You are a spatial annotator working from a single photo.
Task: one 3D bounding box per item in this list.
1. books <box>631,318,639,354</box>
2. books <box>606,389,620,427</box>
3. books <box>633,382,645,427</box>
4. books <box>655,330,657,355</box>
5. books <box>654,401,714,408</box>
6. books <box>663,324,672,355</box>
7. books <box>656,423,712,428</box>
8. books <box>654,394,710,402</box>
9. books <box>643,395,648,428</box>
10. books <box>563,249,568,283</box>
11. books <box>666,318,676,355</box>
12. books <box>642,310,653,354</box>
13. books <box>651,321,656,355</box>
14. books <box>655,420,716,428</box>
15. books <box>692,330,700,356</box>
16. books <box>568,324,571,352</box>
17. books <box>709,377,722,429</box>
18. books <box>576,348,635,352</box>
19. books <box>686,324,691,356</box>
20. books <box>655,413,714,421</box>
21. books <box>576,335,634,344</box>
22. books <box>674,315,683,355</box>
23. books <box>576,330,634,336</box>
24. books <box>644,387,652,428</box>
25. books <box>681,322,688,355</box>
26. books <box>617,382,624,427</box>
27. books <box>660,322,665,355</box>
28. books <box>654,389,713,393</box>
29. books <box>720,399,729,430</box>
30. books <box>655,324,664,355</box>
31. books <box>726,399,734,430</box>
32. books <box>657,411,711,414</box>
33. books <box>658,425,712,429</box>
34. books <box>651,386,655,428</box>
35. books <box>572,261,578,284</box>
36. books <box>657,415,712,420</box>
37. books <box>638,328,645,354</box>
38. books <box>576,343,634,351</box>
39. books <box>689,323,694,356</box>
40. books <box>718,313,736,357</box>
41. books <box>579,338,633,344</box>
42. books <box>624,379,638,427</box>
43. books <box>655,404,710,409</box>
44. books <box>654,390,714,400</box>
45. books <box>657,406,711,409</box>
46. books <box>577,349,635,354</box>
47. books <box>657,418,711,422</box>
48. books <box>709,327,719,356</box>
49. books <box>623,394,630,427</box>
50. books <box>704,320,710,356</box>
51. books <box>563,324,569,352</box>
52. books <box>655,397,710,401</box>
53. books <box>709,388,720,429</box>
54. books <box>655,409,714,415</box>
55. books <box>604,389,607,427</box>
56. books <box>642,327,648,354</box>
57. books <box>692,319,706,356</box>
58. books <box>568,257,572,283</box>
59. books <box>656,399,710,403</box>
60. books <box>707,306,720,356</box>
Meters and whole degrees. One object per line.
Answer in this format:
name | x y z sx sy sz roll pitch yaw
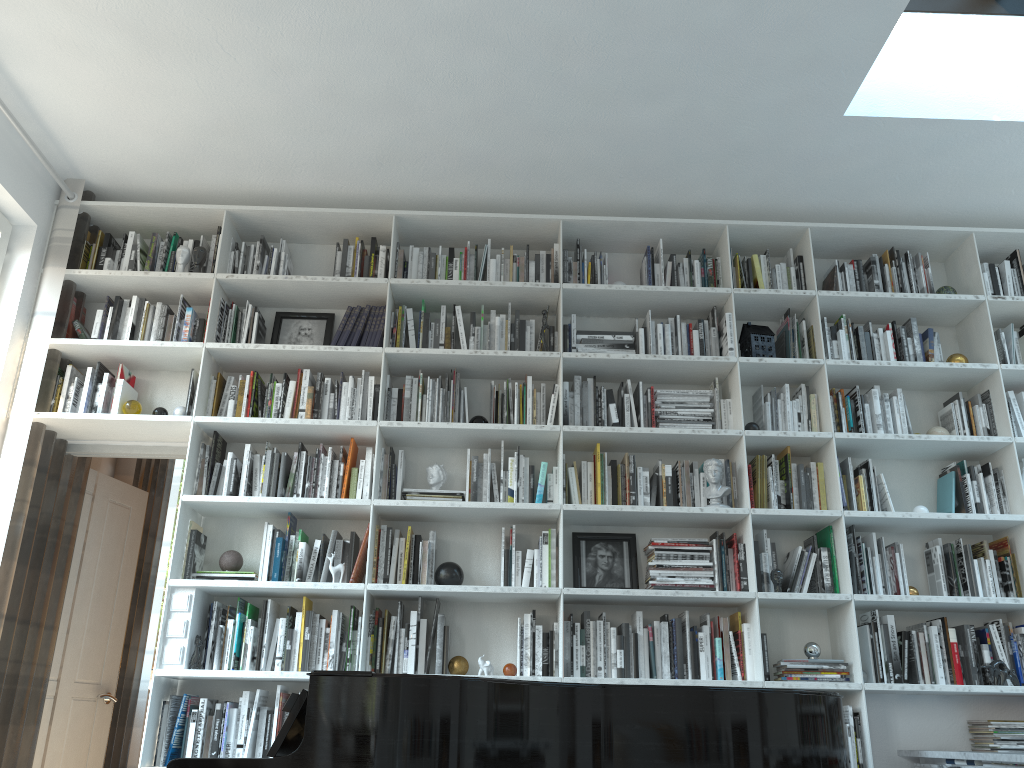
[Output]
books | 0.616 -0.183 4.443 0.012 0.253 0.161 1 -21 -1
books | 0.484 0.162 4.304 0.066 0.235 0.154 1 -21 -1
books | 0.614 0.148 4.307 0.021 0.268 0.192 1 -21 -1
books | 0.708 -0.153 4.447 0.011 0.203 0.134 1 -21 -1
books | 0.827 0.122 4.344 0.285 0.012 0.160 2 -22 -2
books | 0.767 -0.162 4.440 0.028 0.218 0.184 1 -21 -1
books | 0.825 0.223 4.305 0.254 0.012 0.161 2 -22 -2
books | 0.827 0.087 4.359 0.254 0.012 0.161 2 -22 -1
books | 0.636 0.179 4.313 0.024 0.215 0.133 1 -21 -1
books | 0.269 -0.535 4.561 0.026 0.252 0.186 1 -21 -1
books | 0.795 -0.180 4.469 0.029 0.272 0.141 1 -21 -1
books | 0.677 -0.201 4.435 0.011 0.283 0.191 1 -21 -1
books | 0.693 -0.173 4.441 0.021 0.236 0.172 1 -21 -1
books | 0.825 0.210 4.305 0.285 0.012 0.160 3 -22 -4
books | 0.904 -0.147 4.430 0.029 0.187 0.176 1 -21 -1
books | 0.282 -0.173 4.436 0.013 0.217 0.141 1 -21 -1
books | 0.995 0.142 4.340 0.012 0.317 0.140 1 -21 -1
books | 0.459 -0.139 4.431 0.285 0.012 0.160 2 -22 -3
books | 0.872 -0.164 4.446 0.010 0.229 0.153 1 -21 -1
books | 0.826 0.178 4.322 0.285 0.012 0.160 1 -22 0
books | 0.462 -0.201 4.455 0.285 0.024 0.160 1 -22 1
books | 0.822 -0.185 4.449 0.023 0.268 0.185 1 -21 -1
books | 0.462 -0.222 4.468 0.285 0.024 0.160 2 -22 -1
books | 0.656 0.163 4.310 0.015 0.244 0.183 1 -21 -1
books | 0.844 -0.166 4.433 0.023 0.222 0.191 1 -21 -1
books | 0.528 0.145 4.325 0.022 0.284 0.131 1 -21 -1
books | 0.747 -0.171 4.453 0.012 0.243 0.132 1 -21 -1
books | 0.828 0.063 4.364 0.285 0.012 0.160 1 -22 1
books | 1.015 0.197 4.317 0.029 0.197 0.172 1 -21 -1
books | 0.727 -0.163 4.436 0.027 0.215 0.191 1 -21 -1
books | 1.045 0.197 4.324 0.030 0.204 0.159 1 -21 -1
books | 0.826 0.167 4.326 0.254 0.012 0.161 1 -22 0
books | 0.825 0.235 4.302 0.254 0.012 0.161 2 -22 -1
books | 0.670 0.158 4.299 0.013 0.246 0.177 1 -21 -1
books | 0.317 -0.505 4.557 0.026 0.193 0.167 1 -21 -1
books | 0.826 0.188 4.316 0.254 0.012 0.161 2 -22 -3
books | 0.634 -0.153 4.427 0.025 0.186 0.194 1 -21 -1
books | 0.461 -0.158 4.430 0.285 0.024 0.160 0 -22 4
books | 0.884 -0.166 4.441 0.012 0.229 0.159 1 -21 -1
books | 1.050 -0.186 4.391 0.037 0.236 0.273 1 -21 -1
books | 0.461 -0.180 4.442 0.254 0.025 0.161 3 -22 -5
books | 0.579 0.142 4.323 0.049 0.290 0.163 1 -21 -1
books | 0.827 0.132 4.337 0.254 0.012 0.161 1 -22 1
books | 0.828 0.072 4.353 0.285 0.012 0.160 3 -22 -6
books | 0.826 0.143 4.331 0.254 0.012 0.161 3 -22 -4
books | 0.459 -0.129 4.424 0.285 0.012 0.160 3 -22 -4
books | 0.825 0.200 4.311 0.254 0.012 0.161 1 -22 1
books | 0.993 -0.151 4.435 0.029 0.201 0.192 1 -21 -1
books | 0.551 0.175 4.307 0.024 0.215 0.148 1 -21 -1
books | 0.964 -0.174 4.458 0.029 0.260 0.133 1 -21 -1
books | 0.263 -0.170 4.420 0.027 0.200 0.168 1 -21 -1
books | 0.827 0.097 4.351 0.254 0.012 0.161 1 -22 1
books | 0.983 0.166 4.314 0.012 0.253 0.161 1 -21 -1
books | 0.826 0.154 4.326 0.285 0.012 0.160 0 -22 2
books | 0.445 0.162 4.309 0.011 0.238 0.148 1 -21 -1
books | 0.658 -0.158 4.462 0.024 0.222 0.129 1 -21 -1
books | 0.934 -0.175 4.440 0.032 0.247 0.174 1 -21 -1
books | 0.293 -0.516 4.574 0.023 0.227 0.157 1 -21 -1
books | 0.827 0.107 4.340 0.254 0.012 0.161 0 -22 4
books | 1.015 -0.209 4.467 0.012 0.333 0.156 1 -21 -1
